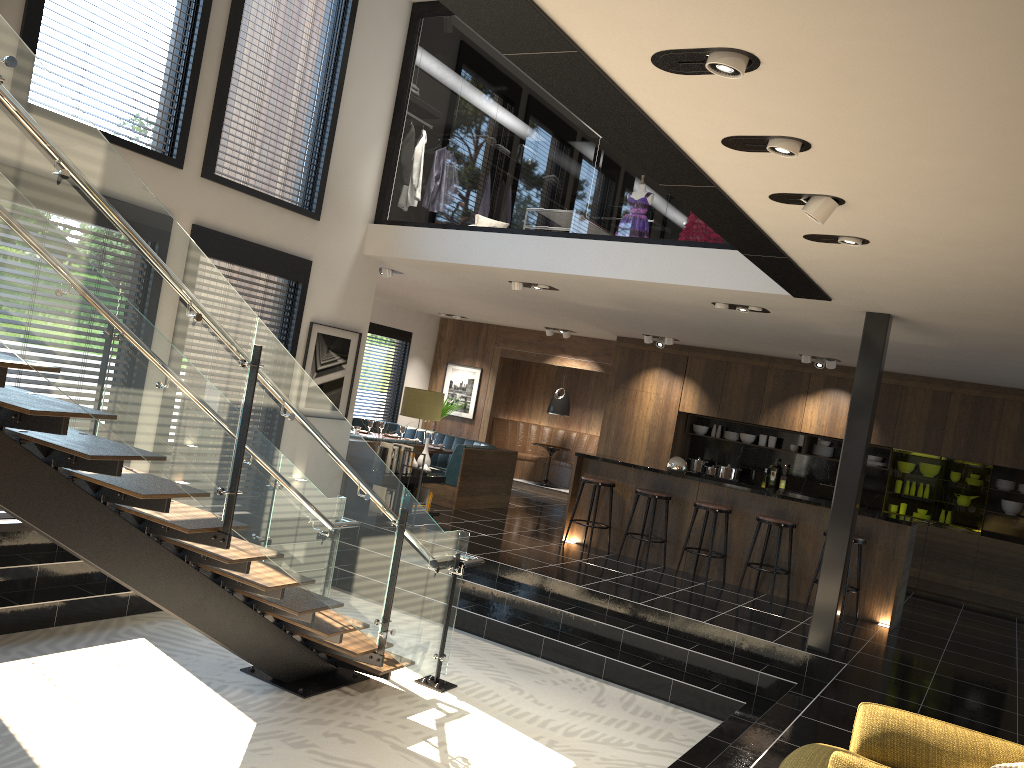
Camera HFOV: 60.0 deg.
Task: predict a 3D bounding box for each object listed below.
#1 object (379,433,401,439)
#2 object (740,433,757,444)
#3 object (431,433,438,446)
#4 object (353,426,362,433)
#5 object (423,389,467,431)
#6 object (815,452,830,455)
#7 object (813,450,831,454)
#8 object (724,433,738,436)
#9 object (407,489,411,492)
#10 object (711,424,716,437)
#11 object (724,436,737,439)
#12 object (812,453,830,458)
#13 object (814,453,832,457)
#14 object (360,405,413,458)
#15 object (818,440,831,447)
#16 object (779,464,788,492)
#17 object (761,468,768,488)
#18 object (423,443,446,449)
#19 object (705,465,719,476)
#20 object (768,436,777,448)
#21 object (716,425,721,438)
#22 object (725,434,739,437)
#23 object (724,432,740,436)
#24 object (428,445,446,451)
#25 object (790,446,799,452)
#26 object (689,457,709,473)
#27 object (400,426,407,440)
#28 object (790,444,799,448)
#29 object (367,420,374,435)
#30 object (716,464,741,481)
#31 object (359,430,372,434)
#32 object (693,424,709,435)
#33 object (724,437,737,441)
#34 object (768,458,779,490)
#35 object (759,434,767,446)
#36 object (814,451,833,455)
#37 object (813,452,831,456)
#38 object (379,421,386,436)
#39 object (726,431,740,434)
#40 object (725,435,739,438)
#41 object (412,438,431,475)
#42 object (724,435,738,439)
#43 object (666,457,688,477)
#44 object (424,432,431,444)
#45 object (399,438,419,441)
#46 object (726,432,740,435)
[{"bbox_3d":[-1.728,0.721,12.562,0.324,0.051,0.269,10,-1,33],"label":"object"},{"bbox_3d":[3.408,0.796,12.827,0.234,0.138,0.233,10,0,-40],"label":"object"},{"bbox_3d":[-1.066,0.761,12.023,0.098,0.192,0.098,10,0,28],"label":"object"},{"bbox_3d":[-1.864,0.605,10.595,0.098,0.192,0.098,10,0,28],"label":"object"},{"bbox_3d":[-1.226,0.825,15.193,0.818,1.382,0.954,10,0,-12],"label":"object"},{"bbox_3d":[4.330,0.976,12.366,0.269,0.024,0.268,10,-1,-22],"label":"object"},{"bbox_3d":[4.332,0.960,12.366,0.269,0.024,0.268,10,-1,-22],"label":"object"},{"bbox_3d":[3.206,0.753,12.936,0.220,0.033,0.220,10,-1,27],"label":"object"},{"bbox_3d":[-1.188,1.280,9.730,0.124,0.258,0.125,10,0,25],"label":"object"},{"bbox_3d":[2.980,0.690,13.080,0.060,0.185,0.060,10,0,-29],"label":"object"},{"bbox_3d":[3.198,0.798,12.936,0.220,0.033,0.220,10,-1,27],"label":"object"},{"bbox_3d":[4.325,1.004,12.366,0.269,0.024,0.268,10,-1,-22],"label":"object"},{"bbox_3d":[4.326,0.996,12.366,0.269,0.024,0.268,10,-1,-22],"label":"object"},{"bbox_3d":[-1.356,0.573,9.349,0.608,0.744,0.406,10,0,-10],"label":"object"},{"bbox_3d":[4.352,0.836,12.367,0.168,0.087,0.167,10,-1,-40],"label":"object"},{"bbox_3d":[3.866,1.337,12.618,0.077,0.395,0.077,10,0,-18],"label":"object"},{"bbox_3d":[3.630,1.351,12.738,0.057,0.287,0.058,10,0,43],"label":"object"},{"bbox_3d":[-1.064,0.835,12.185,0.324,0.051,0.269,10,-1,33],"label":"object"},{"bbox_3d":[2.901,1.249,12.823,0.210,0.143,0.195,10,0,-12],"label":"object"},{"bbox_3d":[3.705,0.828,12.628,0.109,0.161,0.109,10,0,43],"label":"object"},{"bbox_3d":[3.044,0.701,13.042,0.060,0.185,0.060,10,0,-1],"label":"object"},{"bbox_3d":[3.204,0.763,12.936,0.220,0.033,0.220,10,-1,27],"label":"object"},{"bbox_3d":[3.208,0.743,12.936,0.220,0.033,0.220,10,-1,27],"label":"object"},{"bbox_3d":[-1.011,0.840,11.761,0.269,0.051,0.325,10,-1,33],"label":"object"},{"bbox_3d":[3.974,0.920,12.492,0.122,0.072,0.122,10,0,-35],"label":"object"},{"bbox_3d":[2.735,1.182,13.030,0.255,0.218,0.236,10,0,-12],"label":"object"},{"bbox_3d":[-1.519,0.684,12.294,0.098,0.192,0.098,10,0,28],"label":"object"},{"bbox_3d":[3.978,0.896,12.492,0.122,0.072,0.122,10,0,-35],"label":"object"},{"bbox_3d":[-1.967,0.603,12.261,0.098,0.192,0.098,10,0,28],"label":"object"},{"bbox_3d":[3.069,1.247,12.594,0.301,0.218,0.278,10,0,-27],"label":"object"},{"bbox_3d":[-2.099,0.653,12.365,0.269,0.051,0.325,10,-1,33],"label":"object"},{"bbox_3d":[2.799,0.689,13.183,0.233,0.138,0.234,10,0,33],"label":"object"},{"bbox_3d":[3.196,0.810,12.936,0.220,0.033,0.220,10,-1,27],"label":"object"},{"bbox_3d":[3.732,1.285,12.691,0.133,0.451,0.116,10,0,30],"label":"object"},{"bbox_3d":[3.590,0.808,12.695,0.109,0.161,0.109,10,0,12],"label":"object"},{"bbox_3d":[4.331,0.969,12.366,0.269,0.024,0.268,10,-1,-22],"label":"object"},{"bbox_3d":[4.328,0.987,12.366,0.269,0.024,0.268,10,-1,-22],"label":"object"},{"bbox_3d":[-1.835,0.629,12.474,0.098,0.192,0.098,10,0,28],"label":"object"},{"bbox_3d":[3.212,0.718,12.936,0.220,0.033,0.220,10,-1,27],"label":"object"},{"bbox_3d":[3.202,0.775,12.936,0.220,0.033,0.220,10,-1,27],"label":"object"},{"bbox_3d":[-1.034,0.814,10.128,0.319,0.398,0.316,10,0,6],"label":"object"},{"bbox_3d":[3.200,0.786,12.936,0.220,0.033,0.220,10,-1,27],"label":"object"},{"bbox_3d":[1.806,0.908,9.705,0.227,0.228,0.227,10,0,-9],"label":"object"},{"bbox_3d":[-1.144,0.746,11.830,0.098,0.192,0.098,10,0,28],"label":"object"},{"bbox_3d":[-1.412,0.776,12.377,0.324,0.051,0.269,10,-1,33],"label":"object"},{"bbox_3d":[3.210,0.730,12.936,0.220,0.033,0.220,10,-1,27],"label":"object"}]
